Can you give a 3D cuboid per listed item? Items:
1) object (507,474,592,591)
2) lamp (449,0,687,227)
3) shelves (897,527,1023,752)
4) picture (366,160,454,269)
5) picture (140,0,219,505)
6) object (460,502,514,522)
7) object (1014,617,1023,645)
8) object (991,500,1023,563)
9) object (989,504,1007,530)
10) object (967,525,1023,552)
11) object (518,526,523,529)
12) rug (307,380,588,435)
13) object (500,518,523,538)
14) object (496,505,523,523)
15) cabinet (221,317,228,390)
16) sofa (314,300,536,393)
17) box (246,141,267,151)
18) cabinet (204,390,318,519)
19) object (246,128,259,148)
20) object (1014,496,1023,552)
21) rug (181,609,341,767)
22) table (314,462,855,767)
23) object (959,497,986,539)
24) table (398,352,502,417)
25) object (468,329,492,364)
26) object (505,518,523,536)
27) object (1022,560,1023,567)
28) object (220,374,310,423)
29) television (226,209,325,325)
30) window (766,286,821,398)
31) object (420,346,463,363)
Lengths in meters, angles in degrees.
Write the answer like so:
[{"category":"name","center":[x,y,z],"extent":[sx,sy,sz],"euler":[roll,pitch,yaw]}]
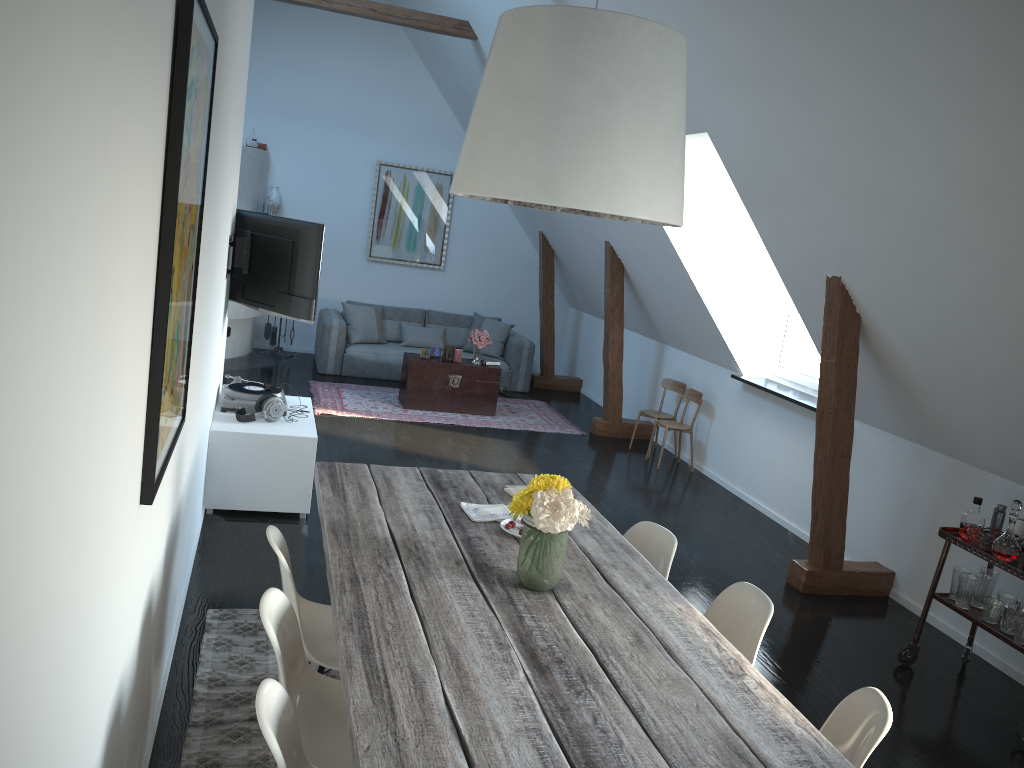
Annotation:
[{"category":"object","center":[0.102,0.460,2.772],"extent":[0.233,0.365,0.293],"euler":[-2,14,-44]},{"category":"lamp","center":[0.342,-1.882,2.359],"extent":[0.697,2.813,0.757],"euler":[15,12,33]},{"category":"shelves","center":[2.317,1.157,4.123],"extent":[0.438,0.732,0.803],"euler":[5,11,-20]},{"category":"picture","center":[-1.234,-2.052,10.826],"extent":[0.965,1.185,0.025],"euler":[5,10,-16]},{"category":"picture","center":[-0.871,-0.374,2.356],"extent":[0.036,1.181,0.808],"euler":[5,10,-16]},{"category":"object","center":[-0.092,0.494,3.428],"extent":[0.182,0.016,0.179],"euler":[4,11,-21]},{"category":"object","center":[2.266,1.097,3.924],"extent":[0.092,0.099,0.092],"euler":[0,13,-38]},{"category":"object","center":[2.260,0.665,4.024],"extent":[0.114,0.292,0.114],"euler":[-1,14,-43]},{"category":"object","center":[2.380,0.681,4.352],"extent":[0.052,0.182,0.135],"euler":[12,11,20]},{"category":"object","center":[2.277,0.740,4.184],"extent":[0.245,0.092,0.151],"euler":[11,10,13]},{"category":"object","center":[0.072,0.538,3.276],"extent":[0.110,0.011,0.058],"euler":[6,10,-12]},{"category":"rug","center":[-0.691,0.230,8.915],"extent":[2.647,0.029,1.512],"euler":[5,10,-16]},{"category":"object","center":[0.056,0.541,3.270],"extent":[0.205,0.024,0.205],"euler":[4,11,-24]},{"category":"object","center":[-0.008,0.506,3.436],"extent":[0.182,0.014,0.185],"euler":[-1,13,-41]},{"category":"cabinet","center":[-2.520,-0.030,6.285],"extent":[0.869,0.921,0.638],"euler":[5,10,-16]},{"category":"sofa","center":[-1.039,-0.482,10.460],"extent":[2.458,0.770,1.107],"euler":[5,10,-16]},{"category":"box","center":[-2.928,-2.721,10.155],"extent":[0.229,0.078,0.127],"euler":[5,10,-16]},{"category":"cabinet","center":[-1.591,0.426,5.681],"extent":[0.623,0.507,1.069],"euler":[5,10,-16]},{"category":"object","center":[-2.895,-2.745,9.901],"extent":[0.066,0.221,0.231],"euler":[11,10,14]},{"category":"object","center":[2.429,0.638,4.229],"extent":[0.073,0.320,0.073],"euler":[3,11,-25]},{"category":"rug","center":[-0.127,1.373,2.983],"extent":[1.898,0.022,2.677],"euler":[5,10,-16]},{"category":"table","center":[-0.056,1.003,2.902],"extent":[1.141,0.788,2.421],"euler":[5,10,-16]},{"category":"object","center":[2.252,0.653,4.324],"extent":[0.087,0.206,0.087],"euler":[10,10,9]},{"category":"table","center":[-0.624,0.003,8.860],"extent":[0.962,0.492,0.471],"euler":[5,10,-16]},{"category":"object","center":[-0.337,-0.382,8.858],"extent":[0.235,0.351,0.234],"euler":[15,12,33]},{"category":"object","center":[0.048,0.530,3.255],"extent":[0.132,0.034,0.144],"euler":[-1,14,-44]},{"category":"object","center":[2.364,0.684,3.966],"extent":[0.081,0.307,0.081],"euler":[6,10,-10]},{"category":"object","center":[-1.559,0.095,5.652],"extent":[0.558,0.162,0.742],"euler":[5,11,-19]},{"category":"television","center":[-1.751,-0.772,5.665],"extent":[1.005,0.652,0.537],"euler":[16,13,38]},{"category":"window","center":[0.242,-1.866,3.819],"extent":[5.959,4.249,8.018],"euler":[5,10,-16]},{"category":"object","center":[-0.700,-0.316,8.810],"extent":[0.413,0.138,0.215],"euler":[7,10,-5]}]
